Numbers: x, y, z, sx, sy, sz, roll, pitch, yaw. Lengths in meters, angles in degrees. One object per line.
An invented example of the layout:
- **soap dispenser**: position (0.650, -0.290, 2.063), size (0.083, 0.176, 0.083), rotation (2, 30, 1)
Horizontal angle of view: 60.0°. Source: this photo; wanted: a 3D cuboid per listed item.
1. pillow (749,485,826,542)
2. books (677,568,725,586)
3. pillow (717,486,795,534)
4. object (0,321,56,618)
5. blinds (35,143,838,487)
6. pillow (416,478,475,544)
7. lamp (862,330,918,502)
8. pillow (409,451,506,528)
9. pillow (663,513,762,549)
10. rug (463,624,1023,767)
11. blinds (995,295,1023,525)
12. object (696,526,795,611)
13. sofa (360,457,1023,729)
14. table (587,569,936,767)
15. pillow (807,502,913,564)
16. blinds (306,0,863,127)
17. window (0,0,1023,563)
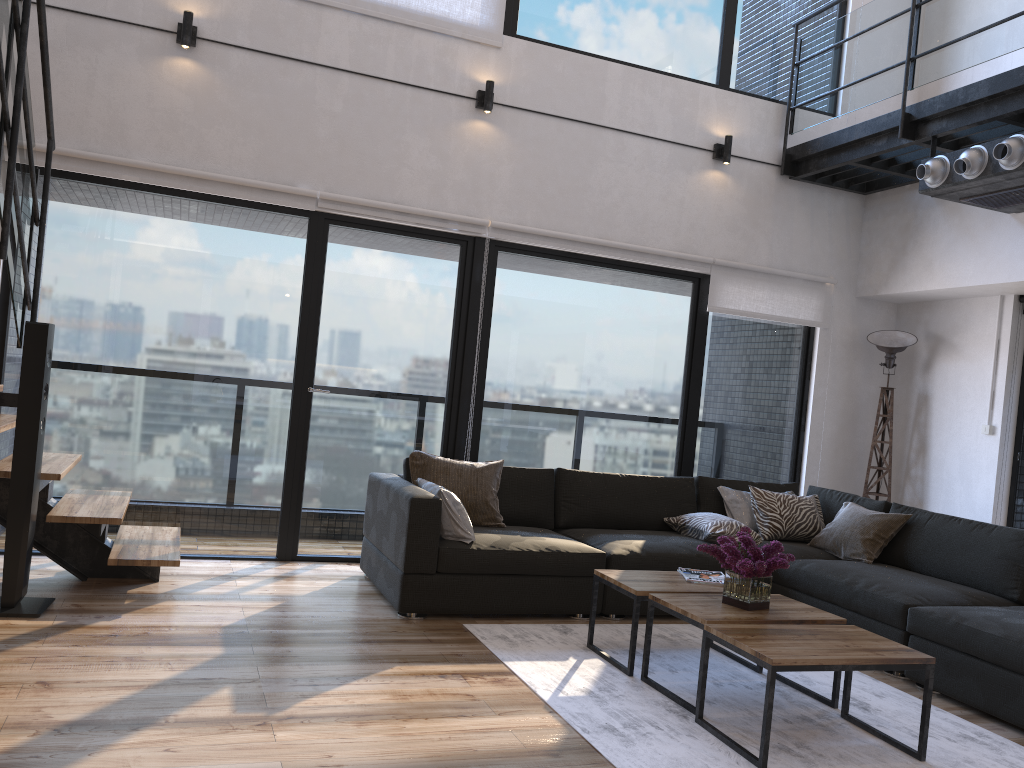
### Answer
- **pillow**: position (1.689, 0.796, 5.395), size (0.532, 0.314, 0.250), rotation (6, 0, -17)
- **books**: position (0.878, 0.872, 4.004), size (0.228, 0.013, 0.295), rotation (6, -1, 0)
- **pillow**: position (1.573, 0.809, 5.519), size (0.612, 0.294, 0.234), rotation (6, 0, -20)
- **object**: position (-2.029, 0.344, 3.711), size (0.271, 1.206, 0.271), rotation (6, 0, -16)
- **blinds**: position (-0.208, 0.012, 5.448), size (5.371, 2.044, 0.095), rotation (6, 0, -21)
- **pillow**: position (-0.337, 0.636, 4.474), size (0.212, 0.265, 0.498), rotation (6, 0, -20)
- **lamp**: position (2.267, 0.480, 6.000), size (1.469, 1.827, 0.424), rotation (6, 0, -35)
- **pillow**: position (-0.308, 0.577, 4.842), size (0.609, 0.382, 0.265), rotation (6, 0, -20)
- **pillow**: position (1.161, 0.849, 5.173), size (0.356, 0.177, 0.530), rotation (6, -1, -23)
- **rug**: position (0.901, 1.226, 3.446), size (1.637, 0.003, 2.112), rotation (6, -1, -21)
- **blinds**: position (4.540, 0.565, 4.130), size (3.859, 2.052, 1.830), rotation (5, 0, 24)
- **object**: position (0.943, 0.707, 3.503), size (0.342, 0.343, 0.375), rotation (6, 0, -19)
- **sofa**: position (1.097, 0.905, 4.183), size (3.045, 0.700, 2.997), rotation (6, -1, -21)
- **table**: position (0.900, 1.050, 3.479), size (0.697, 0.350, 1.298), rotation (6, -1, -20)
- **pillow**: position (1.966, 0.849, 5.067), size (0.273, 0.309, 0.546), rotation (6, 0, -21)
- **blinds**: position (-1.881, -3.011, 3.713), size (10.211, 2.976, 1.994), rotation (6, 0, -42)
- **window**: position (0.308, -1.419, 3.818), size (13.404, 5.567, 5.660), rotation (6, 0, -21)
